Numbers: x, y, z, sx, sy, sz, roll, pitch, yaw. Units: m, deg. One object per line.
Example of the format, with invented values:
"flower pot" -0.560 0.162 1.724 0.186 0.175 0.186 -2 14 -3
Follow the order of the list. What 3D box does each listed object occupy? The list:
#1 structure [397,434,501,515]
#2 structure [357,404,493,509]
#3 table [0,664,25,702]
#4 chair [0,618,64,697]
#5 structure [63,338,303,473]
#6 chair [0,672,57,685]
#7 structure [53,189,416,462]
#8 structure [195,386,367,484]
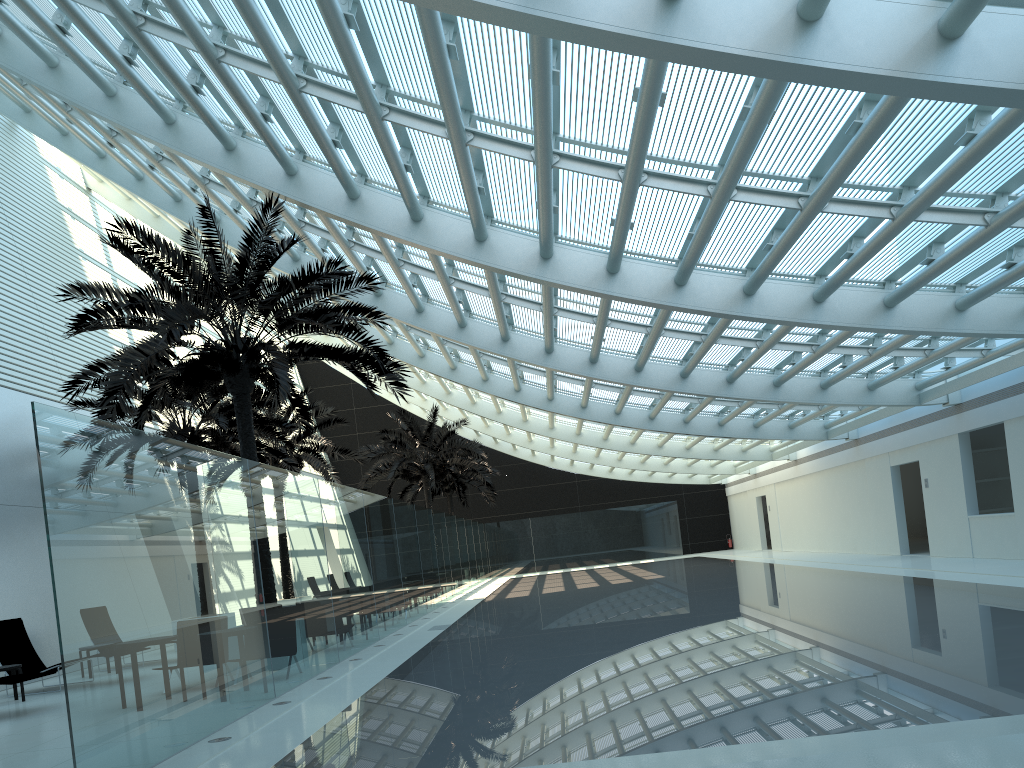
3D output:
"structure" -2.661 5.752 40.370 4.433 6.927 4.897 -6 -4 -19
"structure" -3.092 4.264 32.176 4.816 6.929 4.505 -6 -3 -4
"table" -7.183 4.244 12.261 0.552 0.510 0.564 -1 -8 -45
"chair" -6.784 4.087 13.413 2.038 1.143 0.934 -7 -4 3
"structure" -6.877 2.295 18.822 4.617 6.745 4.355 -6 -3 -19
"chair" -6.912 3.616 10.825 2.038 1.143 0.934 -7 -4 3
"structure" -4.038 0.757 12.912 4.864 6.929 4.460 -8 -3 21
"structure" -6.786 3.390 24.871 4.350 6.804 4.623 -9 -4 36
